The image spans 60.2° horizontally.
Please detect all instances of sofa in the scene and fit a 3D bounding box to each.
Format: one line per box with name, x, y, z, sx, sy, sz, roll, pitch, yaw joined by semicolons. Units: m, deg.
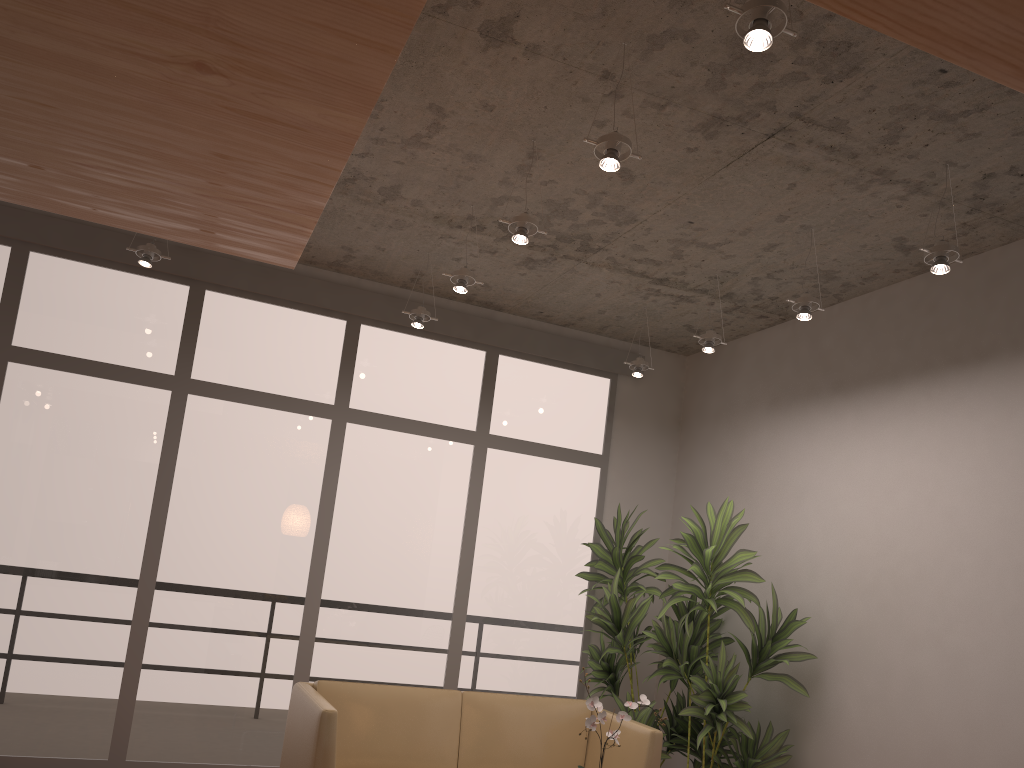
sofa;-0.233;2.061;4.602;1.808;0.826;0.889;11;-11;-20

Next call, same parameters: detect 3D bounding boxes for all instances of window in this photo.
window;-3.122;0.562;5.124;8.590;3.238;0.063;12;-9;-20

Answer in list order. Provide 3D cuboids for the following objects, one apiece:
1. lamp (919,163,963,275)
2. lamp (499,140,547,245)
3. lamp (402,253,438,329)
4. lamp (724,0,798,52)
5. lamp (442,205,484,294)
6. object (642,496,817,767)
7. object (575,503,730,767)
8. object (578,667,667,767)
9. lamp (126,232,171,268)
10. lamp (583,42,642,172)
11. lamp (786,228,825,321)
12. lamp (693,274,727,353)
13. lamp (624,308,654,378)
lamp;1.783;-0.692;3.646;0.134;0.476;0.201;1;-10;36
lamp;0.069;-0.850;3.872;0.134;0.476;0.201;1;-10;36
lamp;-0.540;-0.579;5.394;0.134;0.476;0.201;1;-10;36
lamp;0.677;-1.122;2.350;0.134;0.476;0.201;1;-10;36
lamp;-0.235;-0.715;4.633;0.134;0.476;0.201;1;-10;36
object;1.197;1.747;5.260;0.967;2.077;1.094;8;-9;-7
object;0.933;1.856;5.883;1.080;2.077;0.980;7;-8;-2
object;0.373;1.433;3.470;0.299;0.582;0.374;11;-10;-26
lamp;-1.968;-0.877;4.852;0.134;0.476;0.201;1;-10;36
lamp;0.373;-0.986;3.111;0.134;0.476;0.201;1;-10;36
lamp;1.479;-0.556;4.407;0.134;0.476;0.201;1;-10;36
lamp;1.175;-0.420;5.168;0.134;0.476;0.201;1;-10;36
lamp;0.871;-0.284;5.929;0.134;0.476;0.201;1;-10;36
